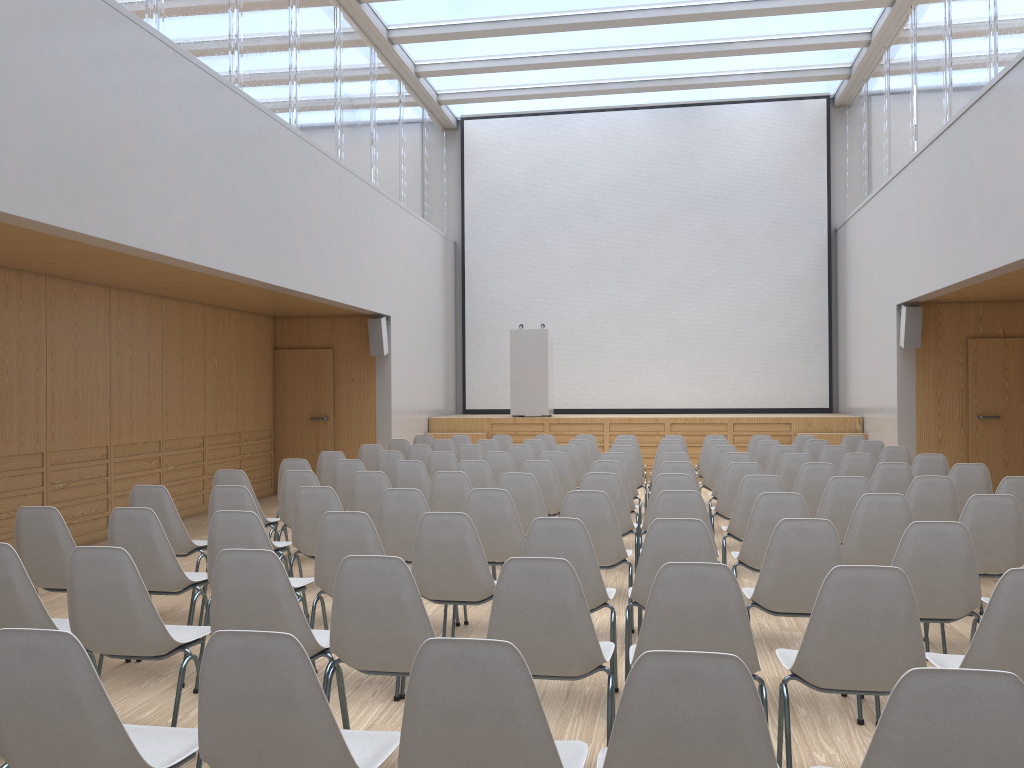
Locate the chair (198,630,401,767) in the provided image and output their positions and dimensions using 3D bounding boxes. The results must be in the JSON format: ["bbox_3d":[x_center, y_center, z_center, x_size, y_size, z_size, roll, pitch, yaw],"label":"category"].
[{"bbox_3d":[-0.554,1.011,2.298,0.479,0.876,0.505,0,0,10],"label":"chair"}]

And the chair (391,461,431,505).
[{"bbox_3d":[-0.771,1.049,7.308,0.479,0.876,0.505,0,0,10],"label":"chair"}]

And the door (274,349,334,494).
[{"bbox_3d":[-2.912,0.528,12.334,0.873,2.024,0.108,0,0,10],"label":"door"}]

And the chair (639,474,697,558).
[{"bbox_3d":[1.105,1.026,6.054,0.479,0.876,0.505,0,0,10],"label":"chair"}]

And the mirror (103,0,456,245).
[{"bbox_3d":[-2.657,-3.610,7.242,0.253,2.090,17.827,0,0,10],"label":"mirror"}]

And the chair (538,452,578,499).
[{"bbox_3d":[0.412,1.047,8.182,0.479,0.876,0.505,0,0,10],"label":"chair"}]

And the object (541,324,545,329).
[{"bbox_3d":[0.493,-0.811,14.064,0.166,0.305,0.252,0,0,-18],"label":"object"}]

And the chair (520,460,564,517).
[{"bbox_3d":[0.248,1.041,7.244,0.479,0.876,0.505,0,0,10],"label":"chair"}]

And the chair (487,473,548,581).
[{"bbox_3d":[0.079,1.035,6.189,0.479,0.876,0.505,0,0,10],"label":"chair"}]

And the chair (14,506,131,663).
[{"bbox_3d":[-2.290,1.040,4.608,0.479,0.876,0.505,0,0,10],"label":"chair"}]

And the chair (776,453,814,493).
[{"bbox_3d":[2.483,1.029,7.826,0.479,0.876,0.505,0,0,10],"label":"chair"}]

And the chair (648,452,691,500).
[{"bbox_3d":[1.473,1.038,8.048,0.479,0.876,0.505,0,0,10],"label":"chair"}]

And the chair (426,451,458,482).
[{"bbox_3d":[-0.601,1.056,8.376,0.479,0.876,0.505,0,0,10],"label":"chair"}]

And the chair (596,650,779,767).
[{"bbox_3d":[0.421,1.002,2.112,0.479,0.876,0.505,0,0,10],"label":"chair"}]

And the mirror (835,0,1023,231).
[{"bbox_3d":[4.036,-3.667,6.092,0.253,2.090,17.827,0,0,10],"label":"mirror"}]

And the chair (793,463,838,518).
[{"bbox_3d":[2.318,1.023,6.818,0.479,0.876,0.505,0,0,10],"label":"chair"}]

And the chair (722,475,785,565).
[{"bbox_3d":[1.645,1.021,5.920,0.479,0.876,0.505,0,0,10],"label":"chair"}]

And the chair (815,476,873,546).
[{"bbox_3d":[2.152,1.017,5.791,0.479,0.876,0.505,0,0,10],"label":"chair"}]

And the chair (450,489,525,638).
[{"bbox_3d":[-0.086,1.029,5.243,0.479,0.876,0.505,0,0,10],"label":"chair"}]

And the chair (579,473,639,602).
[{"bbox_3d":[0.638,1.030,6.152,0.479,0.876,0.505,0,0,10],"label":"chair"}]

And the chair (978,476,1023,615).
[{"bbox_3d":[3.198,1.008,5.722,0.479,0.876,0.505,0,0,10],"label":"chair"}]

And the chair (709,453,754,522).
[{"bbox_3d":[2.000,1.033,7.929,0.479,0.876,0.505,0,0,10],"label":"chair"}]

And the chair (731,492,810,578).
[{"bbox_3d":[1.472,1.015,4.956,0.479,0.876,0.505,0,0,10],"label":"chair"}]

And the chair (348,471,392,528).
[{"bbox_3d":[-0.943,1.044,6.406,0.479,0.876,0.505,0,0,10],"label":"chair"}]

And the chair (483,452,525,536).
[{"bbox_3d":[-0.090,1.051,8.247,0.479,0.876,0.505,0,0,10],"label":"chair"}]

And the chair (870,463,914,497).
[{"bbox_3d":[2.860,1.019,6.785,0.479,0.876,0.505,0,0,10],"label":"chair"}]

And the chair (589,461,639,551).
[{"bbox_3d":[0.785,1.036,7.142,0.479,0.876,0.505,0,0,10],"label":"chair"}]

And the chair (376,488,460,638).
[{"bbox_3d":[-0.579,1.033,5.287,0.479,0.876,0.505,0,0,10],"label":"chair"}]

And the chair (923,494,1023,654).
[{"bbox_3d":[2.526,1.007,4.813,0.479,0.876,0.505,0,0,10],"label":"chair"}]

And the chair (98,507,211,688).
[{"bbox_3d":[-1.793,1.036,4.541,0.479,0.876,0.505,0,0,10],"label":"chair"}]

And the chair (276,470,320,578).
[{"bbox_3d":[-1.460,1.048,6.513,0.479,0.876,0.505,0,0,10],"label":"chair"}]

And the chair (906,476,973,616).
[{"bbox_3d":[2.675,1.013,5.784,0.479,0.876,0.505,0,0,10],"label":"chair"}]

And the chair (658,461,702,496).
[{"bbox_3d":[1.310,1.032,7.033,0.479,0.876,0.505,0,0,10],"label":"chair"}]

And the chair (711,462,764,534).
[{"bbox_3d":[1.795,1.028,6.930,0.479,0.876,0.505,0,0,10],"label":"chair"}]

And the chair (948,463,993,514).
[{"bbox_3d":[3.369,1.014,6.679,0.479,0.876,0.505,0,0,10],"label":"chair"}]

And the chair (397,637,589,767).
[{"bbox_3d":[-0.051,1.006,2.222,0.479,0.876,0.505,0,0,10],"label":"chair"}]

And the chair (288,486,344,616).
[{"bbox_3d":[-1.104,1.038,5.437,0.479,0.876,0.505,0,0,10],"label":"chair"}]

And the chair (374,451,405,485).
[{"bbox_3d":[-1.090,1.060,8.479,0.479,0.876,0.505,0,0,10],"label":"chair"}]

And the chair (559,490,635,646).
[{"bbox_3d":[0.457,1.024,5.109,0.479,0.876,0.505,0,0,10],"label":"chair"}]

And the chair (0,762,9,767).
[{"bbox_3d":[-1.588,1.020,2.486,0.479,0.876,0.505,0,0,10],"label":"chair"}]

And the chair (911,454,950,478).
[{"bbox_3d":[3.533,1.020,7.624,0.479,0.876,0.505,0,0,10],"label":"chair"}]

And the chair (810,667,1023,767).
[{"bbox_3d":[0.929,0.998,1.984,0.479,0.876,0.505,0,0,10],"label":"chair"}]

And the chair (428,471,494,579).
[{"bbox_3d":[-0.379,1.039,6.337,0.479,0.876,0.505,0,0,10],"label":"chair"}]

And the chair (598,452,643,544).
[{"bbox_3d":[0.940,1.042,8.070,0.479,0.876,0.505,0,0,10],"label":"chair"}]

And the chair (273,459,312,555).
[{"bbox_3d":[-1.756,1.058,7.588,0.479,0.876,0.505,0,0,10],"label":"chair"}]

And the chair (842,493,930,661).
[{"bbox_3d":[1.991,1.011,4.886,0.479,0.876,0.505,0,0,10],"label":"chair"}]

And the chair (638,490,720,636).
[{"bbox_3d":[0.963,1.020,5.092,0.479,0.876,0.505,0,0,10],"label":"chair"}]

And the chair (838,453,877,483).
[{"bbox_3d":[2.994,1.025,7.786,0.479,0.876,0.505,0,0,10],"label":"chair"}]

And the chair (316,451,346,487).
[{"bbox_3d":[-1.638,1.064,8.513,0.479,0.876,0.505,0,0,10],"label":"chair"}]

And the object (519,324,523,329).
[{"bbox_3d":[0.150,-0.808,14.123,0.166,0.305,0.252,0,0,-18],"label":"object"}]

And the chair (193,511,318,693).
[{"bbox_3d":[-1.250,1.031,4.388,0.479,0.876,0.505,0,0,10],"label":"chair"}]

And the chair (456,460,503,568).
[{"bbox_3d":[-0.266,1.045,7.304,0.479,0.876,0.505,0,0,10],"label":"chair"}]

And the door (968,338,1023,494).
[{"bbox_3d":[6.042,0.451,10.794,0.873,2.024,0.108,0,0,10],"label":"door"}]

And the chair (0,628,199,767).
[{"bbox_3d":[-1.077,1.015,2.329,0.479,0.876,0.505,0,0,10],"label":"chair"}]

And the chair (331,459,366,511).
[{"bbox_3d":[-1.290,1.054,7.480,0.479,0.876,0.505,0,0,10],"label":"chair"}]
